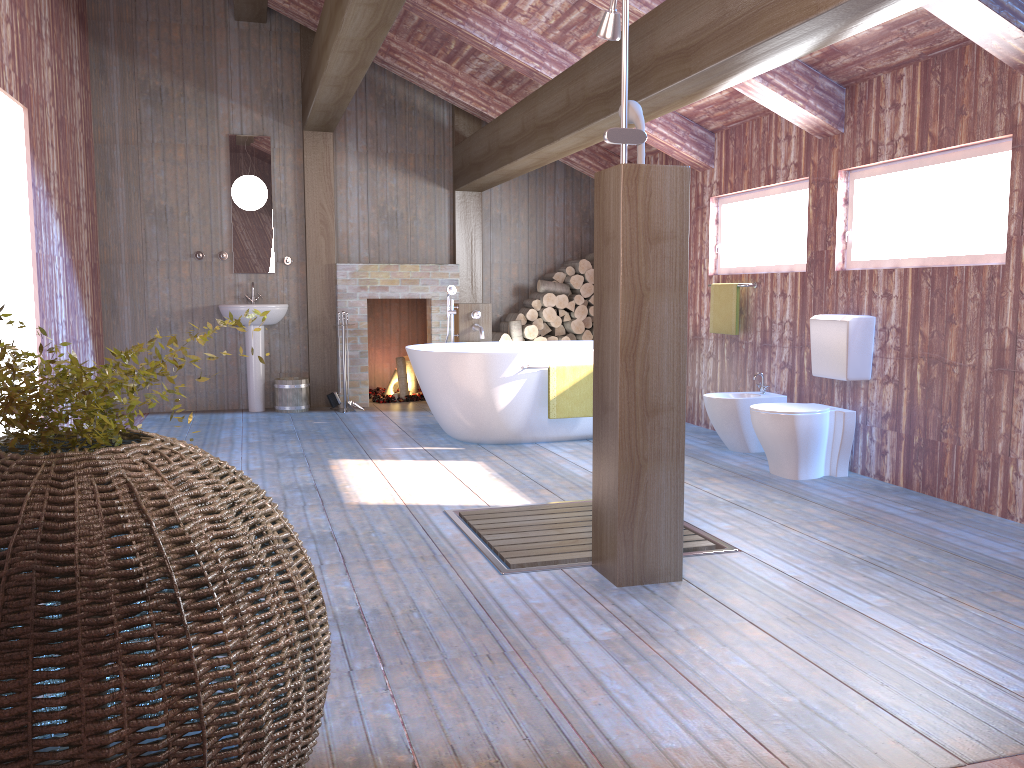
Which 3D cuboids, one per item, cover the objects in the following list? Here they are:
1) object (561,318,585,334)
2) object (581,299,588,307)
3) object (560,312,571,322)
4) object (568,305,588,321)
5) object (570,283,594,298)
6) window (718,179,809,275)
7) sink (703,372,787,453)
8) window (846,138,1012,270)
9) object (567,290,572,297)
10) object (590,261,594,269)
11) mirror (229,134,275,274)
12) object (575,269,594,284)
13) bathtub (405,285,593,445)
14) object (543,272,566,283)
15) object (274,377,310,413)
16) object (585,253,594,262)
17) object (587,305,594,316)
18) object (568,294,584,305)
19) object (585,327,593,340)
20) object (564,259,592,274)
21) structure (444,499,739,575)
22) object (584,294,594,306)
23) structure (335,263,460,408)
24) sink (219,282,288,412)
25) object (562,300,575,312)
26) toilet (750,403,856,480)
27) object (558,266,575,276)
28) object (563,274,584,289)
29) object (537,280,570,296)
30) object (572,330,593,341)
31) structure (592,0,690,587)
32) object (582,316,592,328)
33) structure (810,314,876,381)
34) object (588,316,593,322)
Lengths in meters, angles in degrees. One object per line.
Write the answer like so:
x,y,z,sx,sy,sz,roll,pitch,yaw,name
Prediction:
0.548,-0.560,8.512,0.141,0.143,0.437,-2,6,-18,object
0.645,-0.765,8.498,0.095,0.090,0.278,-2,6,-15,object
0.486,-0.650,8.488,0.085,0.096,0.280,-2,6,-16,object
0.589,-0.685,8.512,0.136,0.157,0.439,-2,6,-16,object
0.643,-0.893,8.507,0.143,0.151,0.440,-2,6,-16,object
1.748,-1.054,6.120,0.054,0.587,1.255,-2,6,-16,window
1.506,0.186,5.829,0.515,0.517,0.335,-2,6,-16,sink
2.166,-0.900,4.639,0.054,0.587,1.255,-2,6,-16,window
0.471,-0.882,8.558,0.121,0.124,0.291,-2,6,-16,object
0.778,-1.111,8.546,0.133,0.142,0.456,-2,6,-15,object
-2.290,-1.577,7.815,0.350,1.199,0.009,-2,6,-17,mirror
0.680,-1.029,8.505,0.141,0.143,0.437,-2,6,-18,object
0.205,-0.170,6.464,1.935,1.109,1.460,0,6,5,bathtub
0.407,-1.012,8.525,0.140,0.121,0.319,-2,6,-15,object
-1.946,0.097,7.846,0.309,0.290,0.308,-1,6,-6,object
0.792,-1.210,8.556,0.104,0.121,0.270,-2,6,-15,object
0.713,-0.710,8.544,0.102,0.109,0.438,-2,6,-16,object
0.568,-0.812,8.489,0.102,0.109,0.438,-2,6,-16,object
0.777,-0.487,8.597,0.137,0.133,0.437,-2,6,-18,object
0.625,-1.121,8.498,0.135,0.139,0.456,-2,6,-15,object
0.295,0.667,3.918,1.000,0.067,1.000,-2,6,-17,structure
0.738,-0.795,8.575,0.172,0.151,0.482,-2,6,-15,object
-1.056,-0.447,8.228,1.130,1.330,0.226,-2,6,-17,structure
-2.242,-0.317,7.741,0.582,1.143,0.475,-2,6,-17,sink
0.483,-0.739,8.471,0.109,0.124,0.424,-2,6,-17,object
1.613,0.326,5.053,0.534,0.400,0.375,-2,6,-16,toilet
0.520,-1.074,8.440,0.094,0.097,0.227,-2,6,-16,object
0.543,-0.980,8.487,0.139,0.148,0.458,-2,6,-16,object
0.388,-0.900,8.322,0.302,0.157,0.121,-2,6,-16,object
0.666,-0.471,8.531,0.114,0.113,0.301,-2,6,-19,object
0.467,-0.388,3.291,0.328,2.209,0.522,0,6,4,structure
0.663,-0.599,8.528,0.111,0.118,0.302,-2,6,-17,object
1.879,-0.213,5.071,0.182,0.363,0.358,-2,6,-16,structure
0.729,-0.627,8.546,0.065,0.069,0.177,-2,6,-17,object
